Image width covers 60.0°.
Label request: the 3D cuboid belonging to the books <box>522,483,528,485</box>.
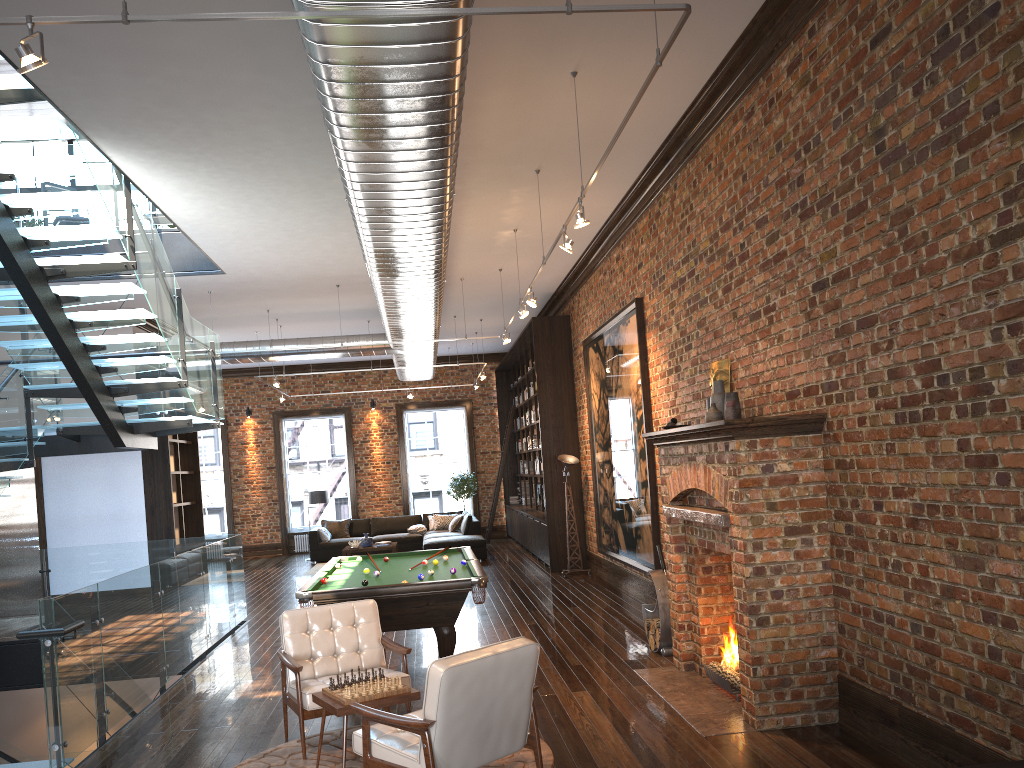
[{"bbox_3d":[0.292,2.364,20.984,0.184,0.030,0.266,-4,-5,0],"label":"books"}]

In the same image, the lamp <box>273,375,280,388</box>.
[{"bbox_3d":[-4.070,-0.047,15.292,0.114,0.230,0.113,-4,-1,15],"label":"lamp"}]

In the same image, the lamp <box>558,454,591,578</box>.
[{"bbox_3d":[0.909,1.959,13.273,0.425,1.824,0.507,-4,-1,-1],"label":"lamp"}]

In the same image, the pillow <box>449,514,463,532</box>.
[{"bbox_3d":[-1.169,2.915,18.487,0.313,0.354,0.631,-4,-4,-6],"label":"pillow"}]

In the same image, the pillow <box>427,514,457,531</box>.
[{"bbox_3d":[-1.474,2.985,19.106,0.703,0.337,0.270,-4,-2,-5],"label":"pillow"}]

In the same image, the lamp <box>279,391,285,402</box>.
[{"bbox_3d":[-4.706,0.262,18.181,0.114,0.230,0.113,-5,-2,35],"label":"lamp"}]

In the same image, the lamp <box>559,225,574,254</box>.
[{"bbox_3d":[0.418,-1.130,6.931,0.113,0.230,0.114,-3,-1,-32],"label":"lamp"}]

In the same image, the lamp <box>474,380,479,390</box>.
[{"bbox_3d":[-0.735,0.011,18.575,0.114,0.230,0.114,-5,-2,33],"label":"lamp"}]

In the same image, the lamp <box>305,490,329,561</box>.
[{"bbox_3d":[-4.164,3.003,18.781,0.689,1.464,0.419,-5,-1,24],"label":"lamp"}]

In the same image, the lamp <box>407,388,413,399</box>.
[{"bbox_3d":[-2.238,0.203,19.493,0.113,0.230,0.114,-3,-2,-37],"label":"lamp"}]

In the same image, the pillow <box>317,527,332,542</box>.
[{"bbox_3d":[-3.904,3.136,18.513,0.244,0.304,0.576,-4,-4,-5],"label":"pillow"}]

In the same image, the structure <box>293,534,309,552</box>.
[{"bbox_3d":[-4.482,3.707,20.839,1.300,0.395,0.216,-4,-1,-6],"label":"structure"}]

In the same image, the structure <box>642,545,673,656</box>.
[{"bbox_3d":[1.466,1.862,7.724,0.537,0.917,0.930,-4,-3,-5],"label":"structure"}]

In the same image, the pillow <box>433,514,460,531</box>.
[{"bbox_3d":[-1.385,2.937,18.935,0.611,0.361,0.289,-4,-2,-2],"label":"pillow"}]

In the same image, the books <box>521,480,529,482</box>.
[{"bbox_3d":[0.295,2.295,20.986,0.178,0.013,0.358,-4,-5,-4],"label":"books"}]

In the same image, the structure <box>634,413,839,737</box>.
[{"bbox_3d":[1.435,1.247,6.292,0.886,1.903,2.006,-4,-3,-6],"label":"structure"}]

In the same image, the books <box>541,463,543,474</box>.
[{"bbox_3d":[0.653,1.634,17.175,0.190,0.217,0.033,-4,0,-6],"label":"books"}]

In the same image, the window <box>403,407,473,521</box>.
[{"bbox_3d":[-1.783,1.962,21.407,1.519,2.749,0.155,-4,0,-6],"label":"window"}]

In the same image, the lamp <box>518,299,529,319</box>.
[{"bbox_3d":[0.132,-0.843,9.859,0.113,0.230,0.114,-3,-1,-27],"label":"lamp"}]

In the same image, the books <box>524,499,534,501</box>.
[{"bbox_3d":[0.377,2.625,20.071,0.227,0.007,0.370,-3,-5,-7],"label":"books"}]

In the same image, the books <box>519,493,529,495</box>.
[{"bbox_3d":[0.287,2.598,20.986,0.250,0.020,0.318,-4,-5,-6],"label":"books"}]

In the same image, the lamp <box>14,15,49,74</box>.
[{"bbox_3d":[-1.837,-1.289,3.391,0.113,0.230,0.114,-4,-1,-17],"label":"lamp"}]

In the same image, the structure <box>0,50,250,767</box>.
[{"bbox_3d":[-4.719,0.990,7.571,3.574,14.472,7.062,-4,-1,-6],"label":"structure"}]

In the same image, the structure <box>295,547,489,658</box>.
[{"bbox_3d":[-1.064,2.155,8.501,1.551,0.849,2.969,-4,-5,-6],"label":"structure"}]

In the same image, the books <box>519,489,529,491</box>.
[{"bbox_3d":[0.282,2.505,20.982,0.238,0.015,0.250,-4,-5,-4],"label":"books"}]

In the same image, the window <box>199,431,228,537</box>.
[{"bbox_3d":[-7.461,2.320,20.844,1.519,2.749,0.155,-4,0,-6],"label":"window"}]

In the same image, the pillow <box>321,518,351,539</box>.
[{"bbox_3d":[-3.775,3.088,18.916,0.700,0.439,0.305,-4,-2,-5],"label":"pillow"}]

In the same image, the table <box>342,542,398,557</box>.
[{"bbox_3d":[-2.727,3.310,17.182,0.999,0.345,1.005,-4,-5,-6],"label":"table"}]

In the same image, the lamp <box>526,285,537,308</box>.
[{"bbox_3d":[0.199,-0.908,9.197,0.114,0.230,0.114,-5,-1,23],"label":"lamp"}]

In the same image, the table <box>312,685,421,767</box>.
[{"bbox_3d":[-0.817,2.000,5.042,0.515,0.494,0.465,-2,-3,-31],"label":"table"}]

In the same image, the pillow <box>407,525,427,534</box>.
[{"bbox_3d":[-2.019,3.097,18.841,0.409,0.203,0.613,-4,-5,-8],"label":"pillow"}]

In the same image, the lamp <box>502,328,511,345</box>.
[{"bbox_3d":[-0.072,-0.642,11.914,0.113,0.230,0.114,-4,-1,8],"label":"lamp"}]

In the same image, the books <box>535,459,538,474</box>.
[{"bbox_3d":[0.574,1.670,17.966,0.184,0.300,0.016,-4,0,-6],"label":"books"}]

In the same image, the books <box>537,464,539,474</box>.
[{"bbox_3d":[0.594,1.698,17.770,0.174,0.206,0.031,-4,0,-6],"label":"books"}]

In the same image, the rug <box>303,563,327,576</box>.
[{"bbox_3d":[-2.848,3.480,17.041,2.020,0.003,2.123,-4,-5,-6],"label":"rug"}]

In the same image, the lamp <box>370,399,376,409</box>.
[{"bbox_3d":[-3.276,0.477,20.877,0.126,0.236,0.155,-4,-2,-6],"label":"lamp"}]

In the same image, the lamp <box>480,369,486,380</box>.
[{"bbox_3d":[-0.539,-0.184,16.578,0.113,0.230,0.114,-3,-1,-30],"label":"lamp"}]

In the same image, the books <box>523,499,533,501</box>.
[{"bbox_3d":[0.364,2.619,20.070,0.228,0.008,0.333,-4,-5,0],"label":"books"}]

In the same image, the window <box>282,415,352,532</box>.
[{"bbox_3d":[-4.623,2.141,21.126,1.519,2.749,0.155,-4,0,-6],"label":"window"}]

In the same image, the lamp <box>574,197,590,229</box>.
[{"bbox_3d":[0.486,-1.206,6.245,0.118,0.212,0.117,-5,-2,36],"label":"lamp"}]

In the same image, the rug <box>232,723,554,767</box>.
[{"bbox_3d":[-0.739,2.243,5.166,1.969,0.015,1.978,-4,-5,-4],"label":"rug"}]

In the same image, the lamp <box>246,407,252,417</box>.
[{"bbox_3d":[-6.120,0.657,20.595,0.126,0.236,0.155,-4,-2,-6],"label":"lamp"}]

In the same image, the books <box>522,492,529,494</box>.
[{"bbox_3d":[0.306,2.570,20.988,0.183,0.034,0.271,-4,-5,0],"label":"books"}]
